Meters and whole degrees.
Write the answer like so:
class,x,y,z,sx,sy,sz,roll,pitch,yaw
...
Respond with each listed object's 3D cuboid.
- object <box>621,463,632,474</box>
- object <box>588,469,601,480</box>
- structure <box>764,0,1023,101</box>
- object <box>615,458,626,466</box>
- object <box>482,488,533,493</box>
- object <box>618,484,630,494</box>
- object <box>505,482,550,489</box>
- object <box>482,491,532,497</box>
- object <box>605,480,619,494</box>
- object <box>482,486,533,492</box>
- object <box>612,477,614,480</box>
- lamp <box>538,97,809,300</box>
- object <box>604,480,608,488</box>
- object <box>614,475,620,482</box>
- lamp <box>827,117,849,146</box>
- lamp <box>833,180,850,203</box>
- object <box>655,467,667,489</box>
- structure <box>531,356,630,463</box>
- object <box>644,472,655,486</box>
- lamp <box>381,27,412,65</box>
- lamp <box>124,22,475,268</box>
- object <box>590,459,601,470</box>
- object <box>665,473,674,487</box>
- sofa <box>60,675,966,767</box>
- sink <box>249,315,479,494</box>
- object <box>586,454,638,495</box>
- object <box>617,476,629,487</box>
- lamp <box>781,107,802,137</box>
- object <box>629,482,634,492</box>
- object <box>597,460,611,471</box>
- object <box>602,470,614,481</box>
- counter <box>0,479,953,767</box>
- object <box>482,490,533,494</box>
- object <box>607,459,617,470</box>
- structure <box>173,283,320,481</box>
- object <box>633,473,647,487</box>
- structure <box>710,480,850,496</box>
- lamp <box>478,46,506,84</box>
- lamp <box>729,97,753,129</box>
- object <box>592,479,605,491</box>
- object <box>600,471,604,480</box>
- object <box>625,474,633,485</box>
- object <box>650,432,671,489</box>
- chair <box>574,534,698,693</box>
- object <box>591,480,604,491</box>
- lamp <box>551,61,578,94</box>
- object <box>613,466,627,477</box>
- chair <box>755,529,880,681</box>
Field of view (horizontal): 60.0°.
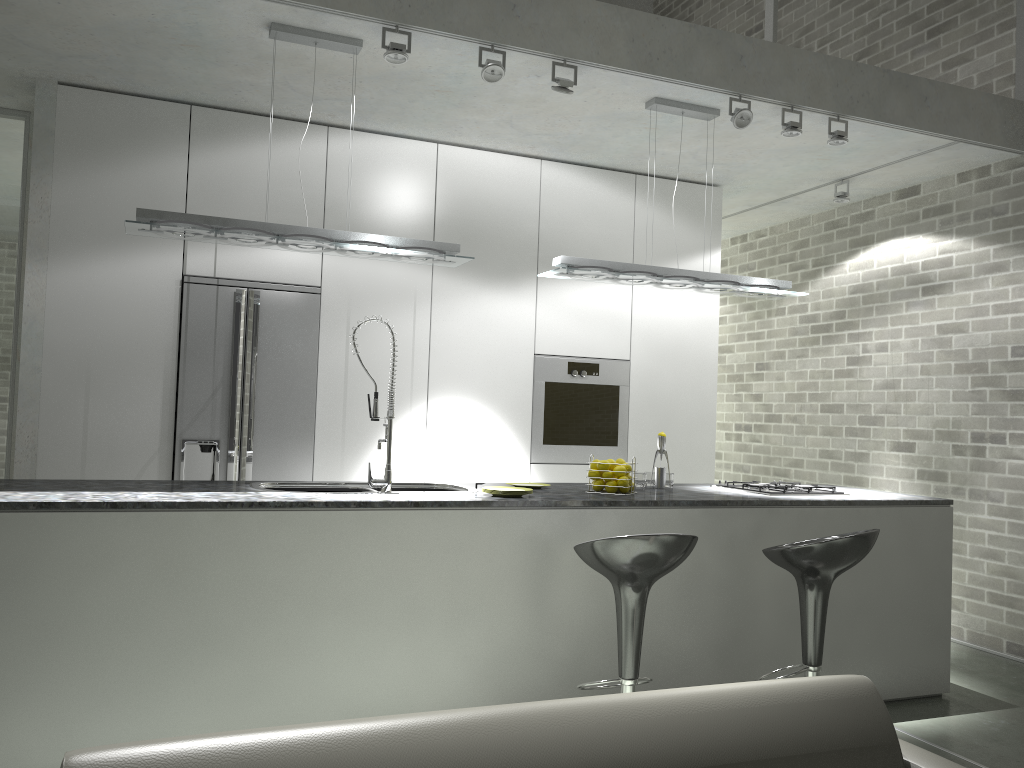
class,x,y,z,sx,sy,sz,roll,pitch,yaw
object,0.527,0.392,4.106,0.051,0.053,0.063,3,-2,-19
object,0.380,0.417,4.084,0.063,0.051,0.053,1,-2,27
structure,0.512,-2.275,4.297,5.560,0.972,0.070,3,-2,-22
object,0.511,0.380,4.171,0.050,0.060,0.059,3,-2,-32
object,-0.020,0.456,3.763,0.216,0.017,0.217,2,-2,11
object,0.514,0.476,4.072,0.051,0.053,0.063,3,-2,-24
object,0.077,0.487,4.240,0.216,0.017,0.217,2,-2,4
object,-0.020,0.466,3.763,0.216,0.017,0.217,2,-2,11
object,0.456,0.472,4.062,0.064,0.063,0.074,3,-2,-12
object,-0.019,0.452,3.763,0.216,0.017,0.217,2,-2,11
object,0.468,0.457,4.186,0.052,0.053,0.062,2,-2,5
lamp,0.893,-0.998,4.705,1.490,0.964,0.290,3,-2,-22
object,0.452,0.468,4.105,0.057,0.060,0.052,3,-2,-26
object,0.498,0.437,4.102,0.051,0.053,0.062,3,-2,-24
lamp,1.755,-1.360,4.774,0.109,0.135,0.109,1,-2,26
lamp,2.229,-1.300,5.996,0.109,0.132,0.109,1,-2,20
object,0.753,0.476,4.498,0.060,0.106,0.060,3,-2,-28
structure,0.461,0.178,5.793,0.692,0.680,0.036,3,-2,-22
object,0.728,0.499,4.665,0.063,0.070,0.064,2,-2,16
lamp,-0.502,-1.476,3.858,0.109,0.136,0.109,1,-2,20
lamp,-0.900,-1.090,3.980,1.490,0.964,0.290,3,-2,-22
object,0.390,0.379,4.113,0.052,0.060,0.057,4,-3,-44
object,0.812,0.501,4.624,0.064,0.070,0.063,3,-2,-14
sofa,0.176,1.023,1.519,2.114,0.717,0.902,3,-2,-22
sink,-0.633,0.228,3.917,0.987,1.023,0.546,3,-2,-22
object,0.466,0.418,4.120,0.207,0.174,0.189,1,-2,23
object,0.505,0.446,4.033,0.052,0.054,0.061,1,-3,35
lamp,1.470,-1.374,4.659,0.109,0.135,0.109,1,-2,26
object,0.550,0.480,4.151,0.053,0.052,0.062,2,-2,7
object,0.421,0.375,4.070,0.063,0.051,0.053,2,-2,15
object,0.440,0.420,4.067,0.052,0.053,0.062,1,-2,30
counter,-0.002,0.965,4.035,4.400,0.960,0.900,3,-2,-22
object,-0.020,0.461,3.763,0.216,0.017,0.217,2,-2,11
object,0.459,0.374,4.116,0.051,0.053,0.063,3,-2,-31
structure,-1.510,0.414,5.017,0.743,1.900,0.160,3,-2,-22
object,0.657,0.493,4.556,0.063,0.070,0.064,2,-2,16
structure,1.381,0.537,4.602,0.500,0.038,0.500,3,-2,-22
lamp,-0.087,-1.447,4.018,0.115,0.151,0.115,1,-2,21
lamp,1.171,-1.381,4.519,0.131,0.154,0.098,3,-2,-22
object,0.397,0.464,4.075,0.060,0.057,0.052,3,-2,-30
object,0.424,0.418,4.121,0.064,0.053,0.051,3,-2,-29
object,0.529,0.442,4.099,0.051,0.055,0.061,1,-3,37
object,0.759,0.386,4.515,0.101,0.288,0.088,2,-2,8
chair,0.439,0.989,3.269,0.457,0.931,0.464,2,-2,-8
object,0.400,0.473,4.132,0.061,0.053,0.053,2,-2,10
lamp,0.241,-1.429,4.173,0.115,0.151,0.115,1,-2,21
object,0.493,0.400,4.058,0.061,0.052,0.053,3,-2,-19
chair,1.210,1.027,3.545,0.457,0.931,0.464,4,-3,-41
